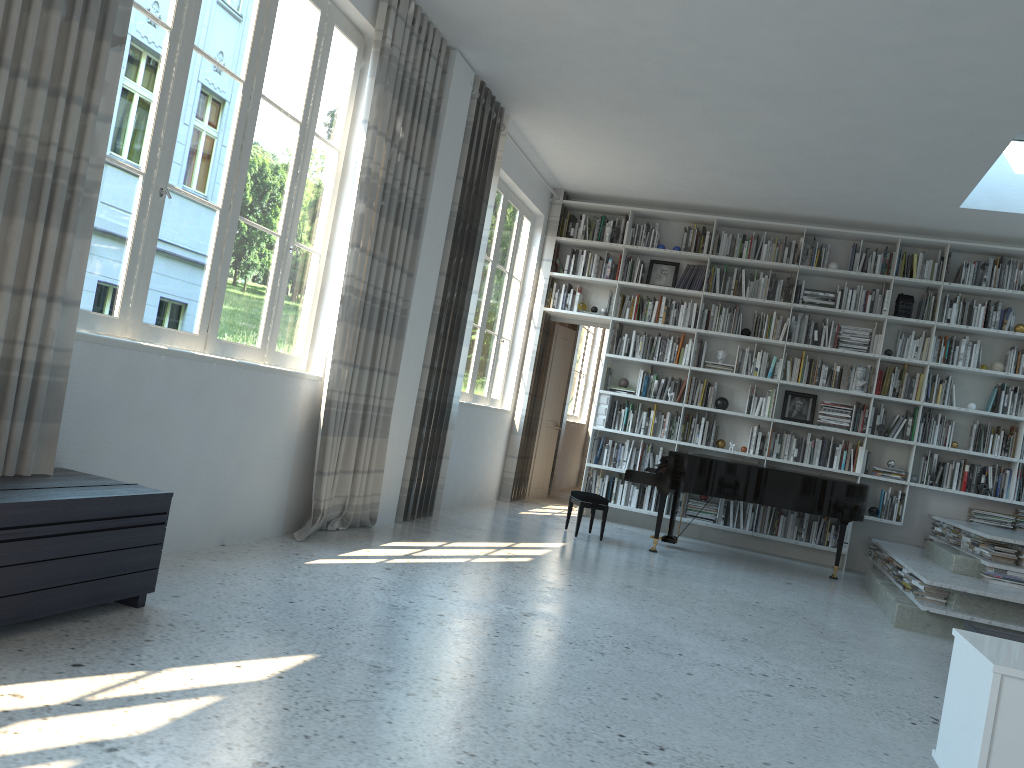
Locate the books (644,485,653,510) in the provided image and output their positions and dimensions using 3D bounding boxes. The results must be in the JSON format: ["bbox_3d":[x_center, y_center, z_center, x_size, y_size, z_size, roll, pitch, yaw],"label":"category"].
[{"bbox_3d":[1.361,1.121,8.813,0.027,0.256,0.179,10,-1,16],"label":"books"}]

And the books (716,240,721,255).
[{"bbox_3d":[2.049,-1.320,8.798,0.024,0.183,0.133,10,-1,16],"label":"books"}]

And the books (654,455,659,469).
[{"bbox_3d":[1.441,0.807,8.833,0.030,0.203,0.142,10,-1,16],"label":"books"}]

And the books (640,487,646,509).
[{"bbox_3d":[1.316,1.135,8.840,0.024,0.214,0.137,10,-1,16],"label":"books"}]

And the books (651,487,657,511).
[{"bbox_3d":[1.423,1.111,8.789,0.021,0.295,0.188,10,-1,16],"label":"books"}]

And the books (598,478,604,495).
[{"bbox_3d":[0.897,1.058,8.947,0.022,0.226,0.155,10,-1,16],"label":"books"}]

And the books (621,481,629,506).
[{"bbox_3d":[1.142,1.079,8.871,0.031,0.266,0.186,10,-1,16],"label":"books"}]

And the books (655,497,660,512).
[{"bbox_3d":[1.478,1.141,8.793,0.065,0.256,0.156,10,-1,16],"label":"books"}]

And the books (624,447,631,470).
[{"bbox_3d":[1.165,0.746,8.907,0.012,0.232,0.148,10,-1,16],"label":"books"}]

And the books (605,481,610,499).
[{"bbox_3d":[0.973,1.082,8.934,0.022,0.205,0.158,10,-1,16],"label":"books"}]

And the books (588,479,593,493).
[{"bbox_3d":[0.798,1.059,8.961,0.029,0.190,0.176,10,-1,16],"label":"books"}]

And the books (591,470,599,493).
[{"bbox_3d":[0.839,1.014,8.968,0.044,0.293,0.181,10,-1,16],"label":"books"}]

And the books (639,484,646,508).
[{"bbox_3d":[1.308,1.085,8.847,0.013,0.310,0.130,10,-1,16],"label":"books"}]

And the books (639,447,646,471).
[{"bbox_3d":[1.315,0.760,8.865,0.029,0.254,0.153,10,-1,16],"label":"books"}]

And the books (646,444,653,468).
[{"bbox_3d":[1.368,0.745,8.836,0.013,0.301,0.173,10,-1,16],"label":"books"}]

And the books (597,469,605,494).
[{"bbox_3d":[0.891,1.011,8.958,0.011,0.318,0.157,10,-1,16],"label":"books"}]

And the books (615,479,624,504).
[{"bbox_3d":[1.079,1.079,8.910,0.022,0.246,0.135,10,-1,16],"label":"books"}]

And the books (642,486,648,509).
[{"bbox_3d":[1.336,1.133,8.822,0.022,0.224,0.141,10,-1,16],"label":"books"}]

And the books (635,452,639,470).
[{"bbox_3d":[1.266,0.774,8.873,0.013,0.209,0.154,10,-1,16],"label":"books"}]

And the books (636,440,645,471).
[{"bbox_3d":[1.283,0.718,8.850,0.014,0.325,0.170,10,-1,16],"label":"books"}]

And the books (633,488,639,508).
[{"bbox_3d":[1.246,1.136,8.829,0.031,0.188,0.190,10,-1,16],"label":"books"}]

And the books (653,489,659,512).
[{"bbox_3d":[1.439,1.110,8.782,0.012,0.303,0.165,10,-1,16],"label":"books"}]

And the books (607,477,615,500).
[{"bbox_3d":[0.999,1.062,8.932,0.022,0.252,0.139,10,-1,16],"label":"books"}]

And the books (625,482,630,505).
[{"bbox_3d":[1.171,1.065,8.882,0.014,0.304,0.139,10,-1,16],"label":"books"}]

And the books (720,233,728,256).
[{"bbox_3d":[2.099,-1.348,8.776,0.031,0.254,0.145,10,-1,16],"label":"books"}]

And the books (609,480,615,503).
[{"bbox_3d":[1.015,1.081,8.916,0.022,0.221,0.163,10,-1,16],"label":"books"}]

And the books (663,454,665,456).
[{"bbox_3d":[1.505,0.806,8.814,0.030,0.227,0.140,10,-1,16],"label":"books"}]

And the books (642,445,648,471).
[{"bbox_3d":[1.339,0.749,8.862,0.013,0.284,0.139,10,-1,16],"label":"books"}]

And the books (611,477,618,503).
[{"bbox_3d":[1.042,1.067,8.915,0.027,0.256,0.160,10,-1,16],"label":"books"}]

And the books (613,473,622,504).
[{"bbox_3d":[1.061,1.048,8.895,0.013,0.300,0.184,10,-1,16],"label":"books"}]

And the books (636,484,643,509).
[{"bbox_3d":[1.277,1.112,8.822,0.023,0.244,0.188,10,-1,16],"label":"books"}]

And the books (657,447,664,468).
[{"bbox_3d":[1.472,0.769,8.818,0.025,0.288,0.130,10,-1,16],"label":"books"}]

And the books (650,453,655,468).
[{"bbox_3d":[1.396,0.792,8.828,0.058,0.216,0.177,10,-1,16],"label":"books"}]

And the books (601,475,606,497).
[{"bbox_3d":[0.934,1.046,8.925,0.013,0.261,0.174,10,-1,16],"label":"books"}]

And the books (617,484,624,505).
[{"bbox_3d":[1.093,1.103,8.878,0.030,0.201,0.168,10,-1,16],"label":"books"}]

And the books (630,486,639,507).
[{"bbox_3d":[1.221,1.122,8.844,0.028,0.206,0.171,10,-1,16],"label":"books"}]

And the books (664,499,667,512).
[{"bbox_3d":[1.529,1.160,8.734,0.017,0.233,0.212,10,-1,16],"label":"books"}]

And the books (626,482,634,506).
[{"bbox_3d":[1.181,1.085,8.859,0.025,0.266,0.159,10,-1,16],"label":"books"}]

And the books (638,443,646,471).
[{"bbox_3d":[1.295,0.735,8.854,0.012,0.295,0.176,10,-1,16],"label":"books"}]

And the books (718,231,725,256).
[{"bbox_3d":[2.081,-1.363,8.802,0.021,0.279,0.141,10,-1,16],"label":"books"}]

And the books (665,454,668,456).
[{"bbox_3d":[1.519,0.806,8.766,0.023,0.228,0.190,10,-1,16],"label":"books"}]

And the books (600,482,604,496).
[{"bbox_3d":[0.916,1.082,8.947,0.022,0.186,0.145,10,-1,16],"label":"books"}]

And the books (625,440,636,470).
[{"bbox_3d":[1.190,0.711,8.881,0.039,0.307,0.172,10,-1,16],"label":"books"}]

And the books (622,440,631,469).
[{"bbox_3d":[1.152,0.709,8.910,0.027,0.299,0.142,10,-1,16],"label":"books"}]

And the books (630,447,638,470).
[{"bbox_3d":[1.222,0.752,8.891,0.031,0.238,0.132,10,-1,16],"label":"books"}]

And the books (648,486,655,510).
[{"bbox_3d":[1.400,1.124,8.825,0.040,0.264,0.137,10,-1,16],"label":"books"}]

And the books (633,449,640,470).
[{"bbox_3d":[1.248,0.763,8.879,0.028,0.225,0.134,10,-1,16],"label":"books"}]

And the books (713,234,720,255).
[{"bbox_3d":[2.024,-1.352,8.791,0.029,0.237,0.156,10,-1,16],"label":"books"}]

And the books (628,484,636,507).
[{"bbox_3d":[1.199,1.113,8.852,0.021,0.218,0.191,10,-1,16],"label":"books"}]

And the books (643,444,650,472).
[{"bbox_3d":[1.352,0.747,8.846,0.022,0.290,0.137,10,-1,16],"label":"books"}]

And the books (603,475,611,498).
[{"bbox_3d":[0.953,1.047,8.926,0.023,0.266,0.177,10,-1,16],"label":"books"}]

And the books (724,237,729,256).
[{"bbox_3d":[2.120,-1.327,8.764,0.023,0.220,0.181,10,-1,16],"label":"books"}]

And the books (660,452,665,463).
[{"bbox_3d":[1.478,0.794,8.787,0.011,0.239,0.174,10,-1,16],"label":"books"}]

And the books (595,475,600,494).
[{"bbox_3d":[0.869,1.043,8.965,0.024,0.246,0.143,10,-1,16],"label":"books"}]

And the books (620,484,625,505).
[{"bbox_3d":[1.123,1.104,8.901,0.014,0.211,0.146,10,-1,16],"label":"books"}]

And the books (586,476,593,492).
[{"bbox_3d":[0.783,1.045,8.994,0.023,0.216,0.158,10,-1,16],"label":"books"}]

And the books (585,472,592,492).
[{"bbox_3d":[0.770,1.023,8.999,0.012,0.254,0.161,10,-1,16],"label":"books"}]
